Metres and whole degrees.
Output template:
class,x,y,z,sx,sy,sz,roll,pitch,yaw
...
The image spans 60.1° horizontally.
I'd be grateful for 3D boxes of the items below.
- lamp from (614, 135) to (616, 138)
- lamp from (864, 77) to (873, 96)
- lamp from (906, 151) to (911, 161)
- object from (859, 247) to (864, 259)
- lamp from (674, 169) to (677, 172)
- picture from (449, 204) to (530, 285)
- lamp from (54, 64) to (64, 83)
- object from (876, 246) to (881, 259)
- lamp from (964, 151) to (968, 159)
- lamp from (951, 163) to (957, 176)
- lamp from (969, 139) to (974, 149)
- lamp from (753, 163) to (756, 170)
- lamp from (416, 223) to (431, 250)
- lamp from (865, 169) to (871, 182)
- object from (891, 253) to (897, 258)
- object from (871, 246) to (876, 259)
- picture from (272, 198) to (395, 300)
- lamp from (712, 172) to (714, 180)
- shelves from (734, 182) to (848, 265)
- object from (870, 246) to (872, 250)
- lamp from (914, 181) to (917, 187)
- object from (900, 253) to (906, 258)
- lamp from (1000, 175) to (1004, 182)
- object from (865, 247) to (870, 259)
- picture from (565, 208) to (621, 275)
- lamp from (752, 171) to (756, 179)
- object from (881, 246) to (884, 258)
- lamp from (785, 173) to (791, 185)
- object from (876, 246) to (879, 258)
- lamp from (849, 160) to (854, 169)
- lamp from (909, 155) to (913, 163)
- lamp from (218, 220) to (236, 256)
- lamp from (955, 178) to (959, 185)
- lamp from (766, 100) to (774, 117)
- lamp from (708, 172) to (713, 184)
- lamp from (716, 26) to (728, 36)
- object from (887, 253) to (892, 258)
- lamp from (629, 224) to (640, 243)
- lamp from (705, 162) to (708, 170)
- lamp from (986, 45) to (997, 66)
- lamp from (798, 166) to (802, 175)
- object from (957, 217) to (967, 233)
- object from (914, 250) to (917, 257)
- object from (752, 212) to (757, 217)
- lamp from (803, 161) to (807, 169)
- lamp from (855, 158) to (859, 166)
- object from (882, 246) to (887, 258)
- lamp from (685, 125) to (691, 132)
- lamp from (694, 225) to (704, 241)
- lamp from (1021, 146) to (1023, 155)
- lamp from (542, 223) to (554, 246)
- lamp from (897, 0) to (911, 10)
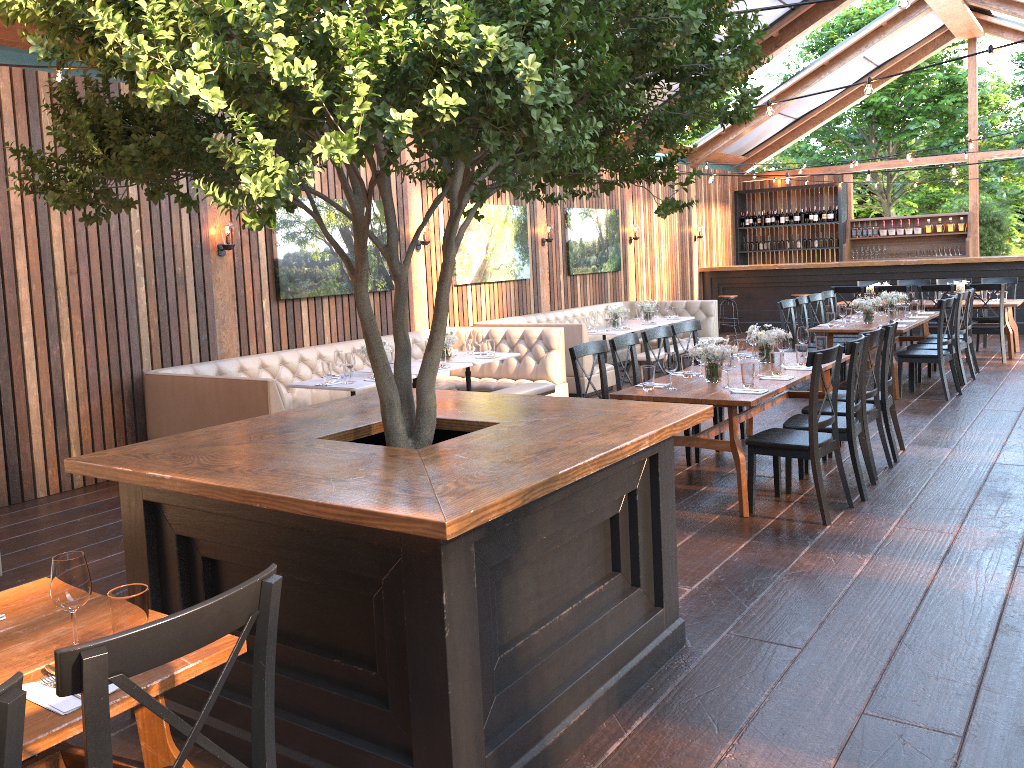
class,x,y,z,sx,sy,sz,roll,pitch,yaw
lamp,0.896,-2.121,7.547,0.067,0.117,0.057,-3,5,-2
lamp,2.328,-1.945,5.778,0.056,0.120,0.056,-4,5,-15
lamp,4.925,-2.837,10.991,0.057,0.119,0.057,0,6,28
object,7.020,-2.628,17.758,0.092,0.243,0.092,-6,6,-35
lamp,2.561,-3.337,13.961,0.066,0.117,0.056,-5,6,-26
picture,-0.257,-1.831,11.520,0.065,0.992,1.660,0,8,34
lamp,-2.664,-1.827,5.196,0.056,0.120,0.057,-1,5,17
object,7.283,-2.613,17.566,0.092,0.243,0.093,-2,5,9
lamp,6.773,-3.419,13.200,0.056,0.120,0.056,-6,6,-29
lamp,4.239,-2.061,8.487,0.056,0.120,0.056,1,6,33
lamp,5.398,-2.823,10.401,0.056,0.120,0.056,-7,7,-41
lamp,3.870,-3.474,14.127,0.056,0.119,0.059,-4,5,-12
lamp,-1.029,-1.724,10.306,0.178,0.318,0.147,1,6,34
lamp,3.510,-2.052,8.719,0.056,0.119,0.056,1,7,40
object,7.517,-2.526,17.394,0.124,0.096,0.124,-9,9,-44
object,7.205,-2.619,17.632,0.092,0.243,0.093,-2,5,9
picture,-1.823,-1.427,9.224,0.065,0.992,1.660,0,8,34
lamp,3.030,-3.146,13.380,0.056,0.120,0.056,-7,6,-39
shelves,5.843,-2.695,18.521,2.203,2.814,0.504,1,6,35
object,7.232,-2.634,17.729,0.092,0.243,0.092,-6,6,-35
lamp,7.469,-3.706,16.381,0.056,0.120,0.056,-5,5,-23
object,7.673,-2.528,17.356,0.124,0.096,0.125,0,7,23
lamp,8.418,-3.534,15.196,0.056,0.120,0.056,-3,5,3
object,7.110,-2.622,17.688,0.092,0.243,0.092,-6,6,-35
picture,1.283,-2.229,13.777,0.065,0.992,1.660,0,8,34
lamp,3.502,-3.023,12.784,0.056,0.120,0.056,-5,5,-21
object,7.402,-2.627,17.624,0.092,0.243,0.093,-2,5,9
lamp,2.781,-2.074,8.932,0.056,0.120,0.056,-6,6,-36
object,7.316,-2.631,17.679,0.092,0.243,0.093,-2,5,9
lamp,4.445,-2.878,11.594,0.056,0.120,0.056,-3,5,3
lamp,6.047,-3.416,13.418,0.056,0.120,0.056,1,7,40
lamp,-2.589,-1.323,8.031,0.178,0.318,0.147,1,6,34
lamp,7.933,-3.604,15.778,0.059,0.119,0.057,-2,5,8
lamp,1.859,-1.985,6.372,0.056,0.120,0.057,-2,5,10
lamp,2.060,-2.137,9.177,0.056,0.120,0.057,-1,5,22
lamp,0.959,-1.653,4.038,0.056,0.120,0.056,-1,5,15
object,7.511,-2.548,17.552,0.124,0.096,0.124,-9,9,-44
lamp,2.060,-2.518,14.811,0.178,0.318,0.147,1,6,34
lamp,3.160,-3.541,14.372,0.057,0.118,0.061,-7,7,-39
lamp,2.813,-1.929,5.189,0.056,0.120,0.056,2,7,43
lamp,3.966,-2.941,12.180,0.056,0.119,0.060,-2,5,14
object,8.546,-3.024,16.811,0.176,0.287,0.110,2,7,40
object,7.894,-2.542,17.257,0.097,0.134,0.098,-1,6,21
object,5.154,-3.506,18.850,0.136,0.314,0.137,-3,5,-4
lamp,4.594,-3.438,13.894,0.056,0.119,0.057,-3,5,-5
lamp,5.319,-3.421,13.662,0.056,0.119,0.057,-4,5,-9
object,7.375,-2.610,17.513,0.092,0.243,0.093,-2,5,9
lamp,1.380,-2.042,6.967,0.056,0.120,0.056,-7,7,-40
lamp,3.614,-2.917,17.079,0.178,0.318,0.147,1,6,34
lamp,7.499,-3.425,12.976,0.056,0.120,0.056,-6,6,-36
lamp,0.510,-2.120,12.552,0.178,0.318,0.147,1,6,34
lamp,1.684,-1.672,3.805,0.056,0.119,0.057,-1,5,22
